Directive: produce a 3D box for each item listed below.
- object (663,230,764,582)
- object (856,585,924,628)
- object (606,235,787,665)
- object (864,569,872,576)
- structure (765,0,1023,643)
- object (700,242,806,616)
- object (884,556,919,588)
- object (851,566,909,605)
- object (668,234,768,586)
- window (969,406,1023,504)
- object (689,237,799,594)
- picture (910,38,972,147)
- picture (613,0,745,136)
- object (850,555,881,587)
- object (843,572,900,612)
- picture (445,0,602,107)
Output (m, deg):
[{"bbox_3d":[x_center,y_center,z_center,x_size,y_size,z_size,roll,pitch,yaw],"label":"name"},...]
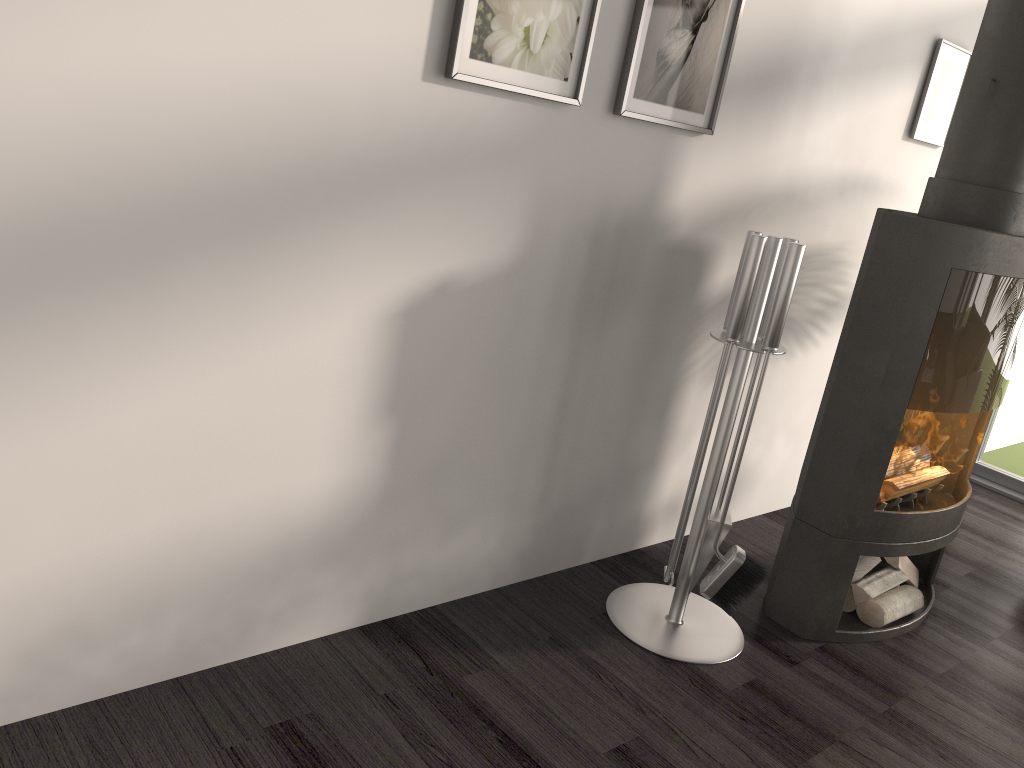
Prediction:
[{"bbox_3d":[0.547,0.081,2.495,0.041,1.039,0.114,11,15,1],"label":"object"},{"bbox_3d":[1.196,0.697,2.796,0.267,0.081,0.093,-4,22,-41],"label":"object"},{"bbox_3d":[0.570,0.154,2.404,0.401,1.115,0.404,13,15,6],"label":"object"},{"bbox_3d":[1.084,0.639,2.914,0.277,0.083,0.085,-4,21,-40],"label":"object"},{"bbox_3d":[1.132,-0.676,2.810,0.819,2.650,1.125,-3,20,-42],"label":"structure"},{"bbox_3d":[0.675,0.146,2.315,0.167,1.010,0.079,13,15,8],"label":"object"},{"bbox_3d":[1.308,0.612,2.967,0.254,0.184,0.072,-3,21,-41],"label":"object"},{"bbox_3d":[1.158,0.641,2.795,0.258,0.067,0.073,-5,22,-43],"label":"object"},{"bbox_3d":[0.520,0.095,2.318,0.042,0.974,0.116,17,16,21],"label":"object"},{"bbox_3d":[5.697,0.414,0.760,0.385,3.439,9.830,-2,21,-42],"label":"window"},{"bbox_3d":[0.634,0.113,2.453,0.075,1.042,0.146,13,15,7],"label":"object"},{"bbox_3d":[1.603,-1.074,3.297,0.288,0.349,0.015,-3,21,-42],"label":"picture"},{"bbox_3d":[0.463,-0.961,2.292,0.394,0.572,0.027,-3,20,-42],"label":"picture"},{"bbox_3d":[1.036,0.609,2.797,0.306,0.190,0.105,-3,21,-40],"label":"object"},{"bbox_3d":[1.148,0.666,2.866,0.266,0.085,0.086,-4,21,-40],"label":"object"},{"bbox_3d":[0.064,-0.931,1.935,0.394,0.572,0.027,-3,20,-42],"label":"picture"}]
